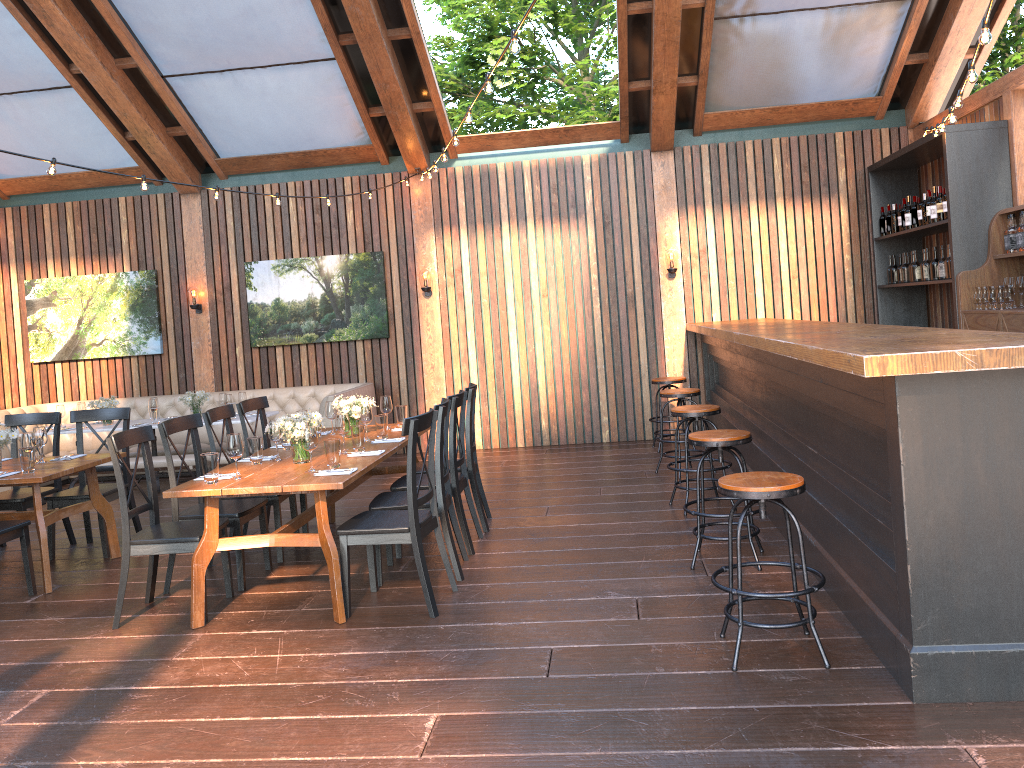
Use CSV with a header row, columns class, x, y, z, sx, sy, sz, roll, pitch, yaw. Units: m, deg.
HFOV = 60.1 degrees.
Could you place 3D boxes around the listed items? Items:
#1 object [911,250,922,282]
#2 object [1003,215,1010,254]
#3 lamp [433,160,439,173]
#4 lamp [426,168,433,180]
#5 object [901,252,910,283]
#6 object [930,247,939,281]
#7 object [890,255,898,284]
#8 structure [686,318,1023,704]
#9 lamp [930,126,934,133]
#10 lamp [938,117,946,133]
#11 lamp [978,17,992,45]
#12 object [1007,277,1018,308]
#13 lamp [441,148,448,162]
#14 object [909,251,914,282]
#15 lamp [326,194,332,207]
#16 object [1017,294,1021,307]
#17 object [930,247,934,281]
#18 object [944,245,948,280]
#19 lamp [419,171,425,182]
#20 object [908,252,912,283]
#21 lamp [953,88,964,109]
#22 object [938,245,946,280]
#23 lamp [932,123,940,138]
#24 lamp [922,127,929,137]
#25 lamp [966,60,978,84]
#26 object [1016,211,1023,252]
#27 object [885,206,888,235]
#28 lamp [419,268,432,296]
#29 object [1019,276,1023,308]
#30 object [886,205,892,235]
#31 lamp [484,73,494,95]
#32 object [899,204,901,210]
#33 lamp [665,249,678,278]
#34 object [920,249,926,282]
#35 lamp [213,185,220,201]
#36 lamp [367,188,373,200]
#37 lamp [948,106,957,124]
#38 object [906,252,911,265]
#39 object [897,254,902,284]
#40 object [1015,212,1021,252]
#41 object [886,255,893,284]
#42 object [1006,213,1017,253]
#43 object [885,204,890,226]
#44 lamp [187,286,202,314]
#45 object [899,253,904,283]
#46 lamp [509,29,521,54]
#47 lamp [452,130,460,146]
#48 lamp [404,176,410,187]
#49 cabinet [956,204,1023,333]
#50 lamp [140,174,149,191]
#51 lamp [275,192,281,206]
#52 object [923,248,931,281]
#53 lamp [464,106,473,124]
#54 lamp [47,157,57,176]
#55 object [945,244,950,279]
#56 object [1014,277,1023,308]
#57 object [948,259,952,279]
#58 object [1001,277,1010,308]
class,x,y,z,sx,sy,sz,roll,pitch,yaw
object,3.895,-1.136,8.526,0.094,0.308,0.094,-4,1,-12
object,4.080,-1.223,7.227,0.094,0.318,0.094,-4,1,6
lamp,-0.701,-1.991,8.110,0.059,0.119,0.056,-5,2,-41
lamp,-0.823,-2.105,8.850,0.056,0.119,0.061,-4,1,22
object,3.965,-1.171,8.909,0.094,0.308,0.095,-4,1,27
object,3.863,-1.098,8.063,0.094,0.308,0.094,-5,1,-29
object,4.014,-1.203,9.281,0.094,0.308,0.094,-5,1,-29
structure,2.043,0.224,6.400,0.856,1.272,6.823,-4,4,6
lamp,3.847,-2.301,8.112,0.056,0.119,0.058,-5,2,-39
lamp,3.268,-1.965,6.721,0.061,0.119,0.056,-4,1,6
lamp,2.095,-1.565,3.924,0.056,0.121,0.056,-5,1,-32
object,3.952,-0.721,6.973,0.092,0.244,0.092,-4,1,26
lamp,-0.562,-1.904,7.362,0.056,0.120,0.056,-5,2,-34
object,3.923,-1.146,8.630,0.094,0.308,0.094,-4,1,7
lamp,-1.763,-1.764,8.497,0.056,0.121,0.056,-4,1,22
object,4.071,-0.739,7.090,0.092,0.244,0.092,-4,1,-19
object,3.910,-1.110,8.174,0.094,0.308,0.094,-4,1,33
object,3.881,-1.082,7.841,0.094,0.308,0.095,-4,1,27
lamp,-0.977,-2.250,9.593,0.056,0.120,0.056,-5,2,-33
object,3.995,-1.165,8.807,0.094,0.308,0.094,-4,1,2
lamp,2.682,-1.715,5.321,0.056,0.119,0.059,-5,1,-21
object,3.877,-1.090,7.952,0.094,0.308,0.094,-5,1,-29
lamp,3.555,-2.123,7.417,0.061,0.119,0.056,-4,1,12
lamp,4.109,-2.498,8.805,0.067,0.117,0.056,-4,1,-8
lamp,2.400,-1.629,4.618,0.056,0.121,0.056,-5,1,-25
object,4.016,-1.195,6.925,0.094,0.318,0.094,-4,1,1
object,3.953,-1.707,9.266,0.077,0.307,0.077,-4,1,23
lamp,-0.977,-1.156,10.044,0.146,0.320,0.178,-4,1,6
object,3.927,-0.703,6.762,0.092,0.244,0.092,-4,1,-19
object,3.923,-1.700,9.180,0.077,0.309,0.077,-4,1,-15
lamp,-0.136,-1.735,5.116,0.056,0.121,0.056,-3,1,32
object,4.058,-1.715,9.231,0.136,0.315,0.136,-5,1,-32
lamp,1.760,-1.330,9.751,0.146,0.320,0.178,-4,1,6
object,3.929,-1.130,8.409,0.094,0.308,0.094,-4,1,6
lamp,-2.375,-1.533,7.106,0.059,0.119,0.056,-4,1,-14
lamp,-1.472,-1.968,9.184,0.066,0.118,0.056,-3,2,35
lamp,2.993,-1.828,6.015,0.056,0.121,0.056,-3,2,39
object,4.034,-1.183,8.995,0.094,0.308,0.094,-5,1,-29
object,4.040,-1.197,9.179,0.094,0.308,0.094,-4,1,33
object,4.061,-1.205,7.022,0.094,0.318,0.094,-4,1,1
object,4.014,-1.210,9.372,0.094,0.308,0.094,-4,1,11
object,4.041,-1.212,7.127,0.094,0.318,0.094,-4,1,21
object,3.990,-1.729,9.349,0.087,0.334,0.087,-4,1,-14
lamp,-3.706,-0.982,10.336,0.146,0.320,0.178,-4,1,6
object,4.028,-1.189,9.085,0.094,0.308,0.094,-4,1,4
lamp,0.012,-1.690,4.370,0.056,0.121,0.056,-4,1,25
lamp,-0.422,-1.838,6.614,0.056,0.120,0.056,-5,2,-38
lamp,-1.169,-2.250,9.846,0.065,0.118,0.056,-5,2,-34
cabinet,3.876,-0.307,6.260,0.493,2.091,2.281,-4,3,6
lamp,-2.664,-1.456,6.406,0.056,0.121,0.056,-5,1,-26
lamp,-2.064,-1.627,7.800,0.056,0.121,0.056,-3,2,40
object,3.899,-1.118,8.291,0.094,0.308,0.094,-4,1,4
lamp,-0.290,-1.783,5.858,0.056,0.120,0.056,-4,1,12
lamp,-2.966,-1.400,5.698,0.056,0.120,0.057,-4,1,0
object,3.842,-1.071,7.741,0.094,0.308,0.094,-4,1,2
object,3.948,-0.712,6.863,0.092,0.244,0.092,-4,1,-19
object,3.818,-1.062,7.639,0.094,0.308,0.094,-4,1,7
object,3.971,-0.731,7.084,0.092,0.244,0.092,-4,1,26
